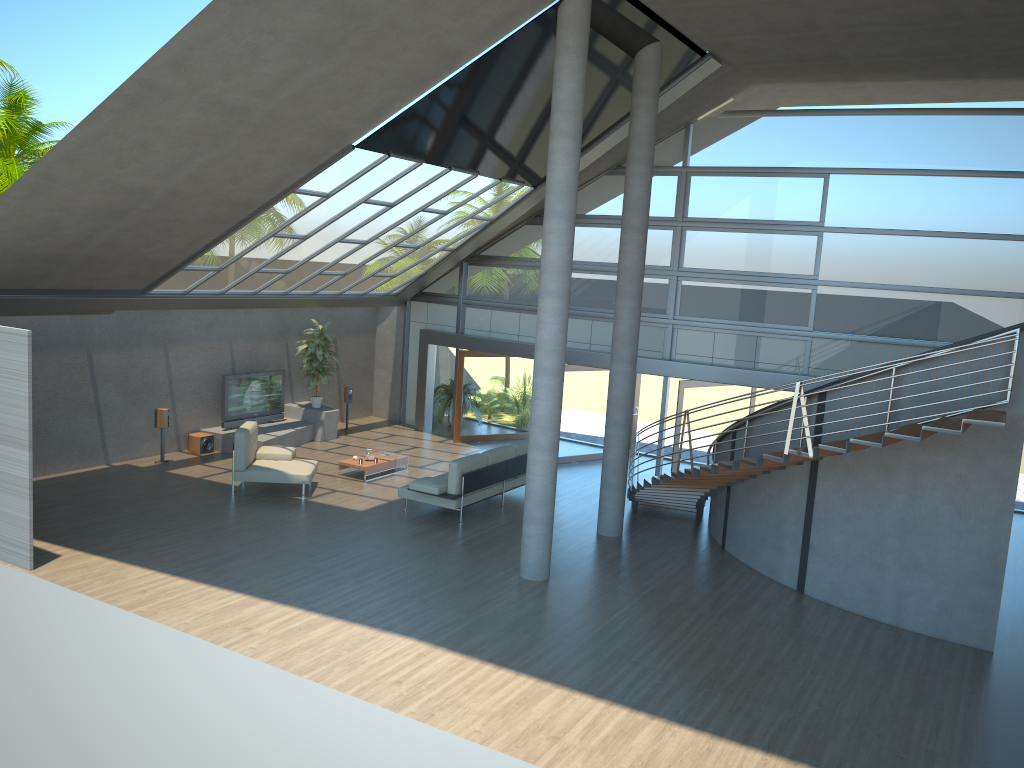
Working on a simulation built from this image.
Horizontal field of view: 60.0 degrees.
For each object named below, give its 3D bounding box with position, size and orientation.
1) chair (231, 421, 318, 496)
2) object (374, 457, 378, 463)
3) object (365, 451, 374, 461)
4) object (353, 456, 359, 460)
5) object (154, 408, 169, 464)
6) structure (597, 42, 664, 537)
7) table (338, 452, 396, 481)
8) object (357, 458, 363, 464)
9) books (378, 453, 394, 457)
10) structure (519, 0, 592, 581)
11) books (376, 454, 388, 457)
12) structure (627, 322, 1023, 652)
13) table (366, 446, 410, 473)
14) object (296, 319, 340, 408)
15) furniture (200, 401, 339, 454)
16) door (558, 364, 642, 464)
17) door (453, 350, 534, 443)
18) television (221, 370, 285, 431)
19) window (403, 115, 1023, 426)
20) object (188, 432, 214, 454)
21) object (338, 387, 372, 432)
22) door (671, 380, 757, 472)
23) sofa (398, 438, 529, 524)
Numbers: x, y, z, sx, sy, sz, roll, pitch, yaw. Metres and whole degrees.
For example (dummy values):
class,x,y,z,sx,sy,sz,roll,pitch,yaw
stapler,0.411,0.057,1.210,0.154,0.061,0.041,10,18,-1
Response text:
class,x,y,z,sx,sy,sz,roll,pitch,yaw
chair,-3.797,1.178,14.344,1.244,1.023,1.217,3,8,-5
object,-2.364,1.327,15.460,0.085,0.101,0.070,-1,9,-32
object,-2.505,1.267,15.611,0.178,0.161,0.178,1,8,-19
object,-2.748,1.291,15.596,0.102,0.086,0.100,9,9,33
object,-6.096,0.906,15.434,0.234,0.959,0.171,3,8,-5
structure,1.670,-1.326,12.621,0.381,7.125,0.382,1,8,-17
table,-2.463,1.453,15.787,0.600,0.250,1.200,8,9,29
object,-2.617,1.330,15.319,0.085,0.101,0.070,8,9,28
books,-2.284,1.289,16.104,0.275,0.005,0.189,5,8,12
structure,0.511,-1.131,10.613,0.381,7.125,0.382,8,9,29
books,-2.325,1.295,16.070,0.275,0.005,0.189,5,8,10
structure,3.273,0.698,11.469,2.349,3.653,6.809,1,8,-22
table,-2.260,1.366,16.125,0.680,0.342,0.400,8,9,29
object,-4.037,-0.429,18.415,0.932,1.857,0.895,2,8,-12
furniture,-4.512,0.888,17.695,1.577,0.610,2.936,8,9,29
door,1.714,0.571,17.880,2.298,1.977,0.200,-2,10,-37
door,-0.198,0.253,19.302,2.298,1.977,0.200,-1,9,-31
television,-5.061,0.302,17.421,0.396,1.063,1.568,8,9,29
window,4.696,-1.323,15.957,16.616,6.630,1.098,8,9,27
object,-5.815,1.097,16.511,0.425,0.323,0.362,8,9,29
object,-6.208,0.566,17.983,7.863,0.982,21.345,9,9,32
door,3.809,0.875,16.636,2.298,1.977,0.200,-3,10,-39
sofa,-0.589,1.433,14.383,1.166,0.947,3.079,8,9,29
